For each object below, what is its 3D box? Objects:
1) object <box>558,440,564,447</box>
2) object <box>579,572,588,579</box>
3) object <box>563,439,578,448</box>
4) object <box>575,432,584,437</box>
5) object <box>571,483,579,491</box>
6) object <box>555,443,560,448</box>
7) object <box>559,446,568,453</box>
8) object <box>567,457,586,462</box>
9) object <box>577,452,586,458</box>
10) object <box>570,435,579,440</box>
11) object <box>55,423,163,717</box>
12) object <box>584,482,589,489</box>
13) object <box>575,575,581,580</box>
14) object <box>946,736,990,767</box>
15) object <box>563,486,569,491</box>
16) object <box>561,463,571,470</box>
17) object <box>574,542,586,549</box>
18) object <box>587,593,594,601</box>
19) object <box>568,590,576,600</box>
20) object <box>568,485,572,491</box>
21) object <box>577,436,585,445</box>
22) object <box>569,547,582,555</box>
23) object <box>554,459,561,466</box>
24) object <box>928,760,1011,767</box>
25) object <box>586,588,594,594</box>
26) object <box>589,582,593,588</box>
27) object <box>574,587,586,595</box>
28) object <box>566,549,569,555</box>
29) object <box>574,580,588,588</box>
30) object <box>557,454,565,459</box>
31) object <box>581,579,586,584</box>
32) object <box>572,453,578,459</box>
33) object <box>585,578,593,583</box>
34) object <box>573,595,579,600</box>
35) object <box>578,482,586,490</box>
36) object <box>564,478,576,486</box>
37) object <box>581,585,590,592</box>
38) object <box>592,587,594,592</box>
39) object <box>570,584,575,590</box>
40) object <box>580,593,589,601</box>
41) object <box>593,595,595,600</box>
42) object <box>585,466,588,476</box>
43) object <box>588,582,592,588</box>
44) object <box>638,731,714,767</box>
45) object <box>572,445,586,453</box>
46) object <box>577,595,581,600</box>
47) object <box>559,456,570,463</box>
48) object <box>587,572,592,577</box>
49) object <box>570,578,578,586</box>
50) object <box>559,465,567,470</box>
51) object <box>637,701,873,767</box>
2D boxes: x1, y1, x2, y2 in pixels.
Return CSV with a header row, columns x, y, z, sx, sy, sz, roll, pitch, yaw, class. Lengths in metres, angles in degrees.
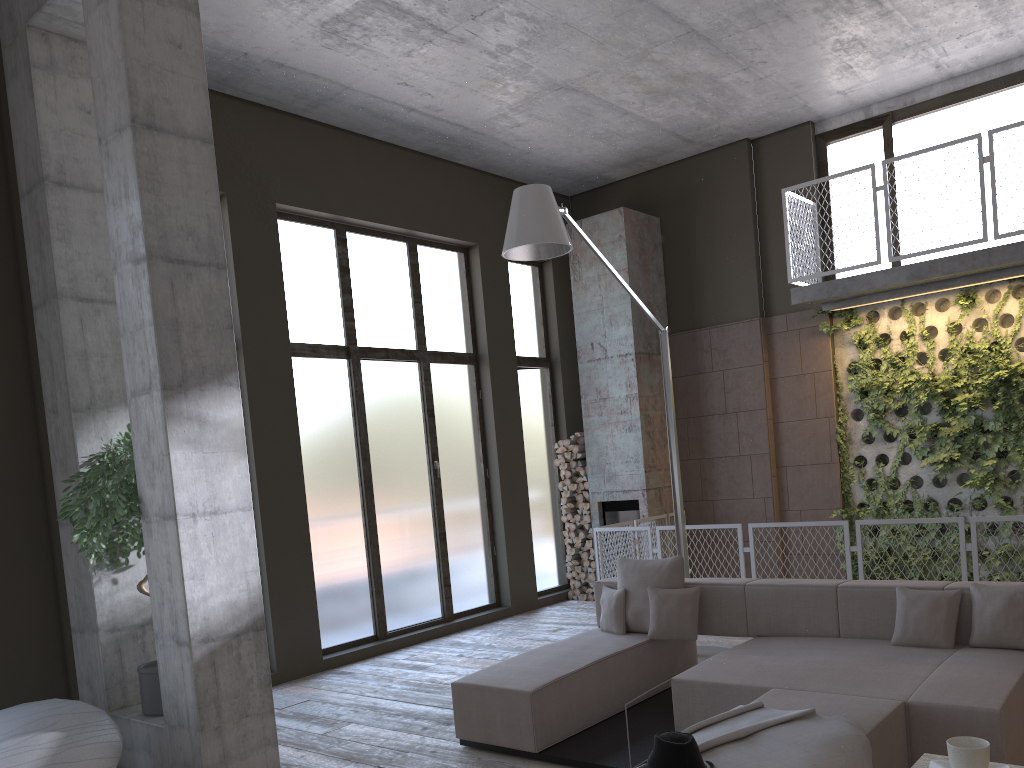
x,y,z,sx,sy,sz,roll,pitch,yaw,class
0.745,0.740,10.958,0.091,0.090,0.453,-6,-4,38,object
1.004,2.362,10.952,0.091,0.089,0.453,-6,-5,38,object
0.761,0.733,10.835,0.104,0.103,0.290,-6,-4,39,object
0.904,0.624,10.837,0.088,0.056,0.330,-7,-5,39,object
0.907,1.266,10.910,0.094,0.084,0.477,-6,-5,39,object
0.679,0.763,10.977,0.068,0.069,0.420,-6,-4,39,object
0.759,0.808,10.904,0.113,0.080,0.433,-7,-5,39,object
0.851,0.930,10.889,0.115,0.079,0.433,-7,-5,39,object
0.949,0.870,10.783,0.067,0.068,0.420,-6,-4,39,object
0.844,0.669,10.859,0.065,0.073,0.357,-6,-4,38,object
-2.345,1.180,5.585,1.001,1.870,0.963,-5,1,6,object
1.046,1.235,10.811,0.092,0.092,0.435,-6,-4,39,object
0.920,2.405,11.001,0.089,0.057,0.330,-7,-5,39,object
1.097,0.905,2.118,0.093,0.088,0.117,-5,-2,-6,object
0.789,1.294,11.013,0.068,0.067,0.420,-6,-5,39,object
0.791,1.011,10.918,0.094,0.084,0.477,-6,-5,39,object
0.947,1.989,10.947,0.115,0.079,0.433,-7,-5,39,object
1.106,2.628,10.947,0.091,0.089,0.452,-6,-4,39,object
0.837,2.647,11.102,0.064,0.125,0.362,-4,-3,38,object
0.851,1.286,10.961,0.067,0.067,0.420,-6,-5,39,object
0.932,0.701,10.863,0.100,0.108,0.292,-6,-4,41,object
0.888,2.070,10.976,0.094,0.084,0.477,-6,-5,39,object
0.693,0.973,10.991,0.092,0.092,0.435,-6,-4,39,object
1.102,0.946,2.107,0.186,0.014,0.184,-8,-6,26,object
1.089,2.558,10.958,0.115,0.079,0.433,-7,-5,39,object
1.101,2.472,10.904,0.067,0.085,0.423,-5,-4,37,object
0.943,2.584,11.062,0.093,0.093,0.435,-6,-4,39,object
0.832,2.090,11.027,0.067,0.067,0.420,-6,-5,39,object
0.904,2.481,10.985,0.099,0.107,0.292,-6,-4,41,object
0.717,0.903,10.984,0.066,0.086,0.423,-5,-4,38,object
0.987,2.436,10.984,0.065,0.074,0.357,-6,-4,38,object
0.888,0.881,10.835,0.068,0.066,0.420,-6,-5,39,object
1.061,2.410,10.914,0.123,0.068,0.361,-8,-6,41,object
0.912,2.667,11.090,0.068,0.067,0.420,-6,-5,39,object
0.983,1.254,10.871,0.091,0.089,0.452,-6,-4,39,object
0.820,1.211,10.986,0.093,0.093,0.435,-6,-4,39,object
1.017,2.559,11.031,0.102,0.087,0.361,-7,-5,39,object
1.134,2.523,10.893,0.072,0.073,0.420,-6,-4,39,object
0.823,2.529,11.007,0.045,0.073,0.249,-4,-3,39,object
1.030,2.639,10.987,0.094,0.084,0.477,-6,-5,39,object
1.169,2.608,10.888,0.092,0.092,0.435,-6,-4,39,object
1.031,1.052,10.787,0.064,0.126,0.362,-4,-3,38,object
1.078,2.493,11.016,0.104,0.102,0.290,-6,-4,39,object
0.640,1.461,3.461,0.304,0.169,0.297,-7,-4,27,object
0.907,0.796,10.801,0.094,0.093,0.435,-6,-4,39,object
0.974,2.659,11.038,0.067,0.067,0.420,-6,-5,39,object
0.755,0.937,10.930,0.091,0.089,0.453,-6,-4,39,object
1.075,2.344,10.928,0.067,0.071,0.421,-6,-4,39,object
0.859,2.484,11.080,0.101,0.103,0.291,-6,-4,41,object
0.736,1.031,10.969,0.067,0.067,0.420,-6,-5,39,object
0.784,1.728,3.596,1.588,0.504,1.052,-2,-5,-31,object
